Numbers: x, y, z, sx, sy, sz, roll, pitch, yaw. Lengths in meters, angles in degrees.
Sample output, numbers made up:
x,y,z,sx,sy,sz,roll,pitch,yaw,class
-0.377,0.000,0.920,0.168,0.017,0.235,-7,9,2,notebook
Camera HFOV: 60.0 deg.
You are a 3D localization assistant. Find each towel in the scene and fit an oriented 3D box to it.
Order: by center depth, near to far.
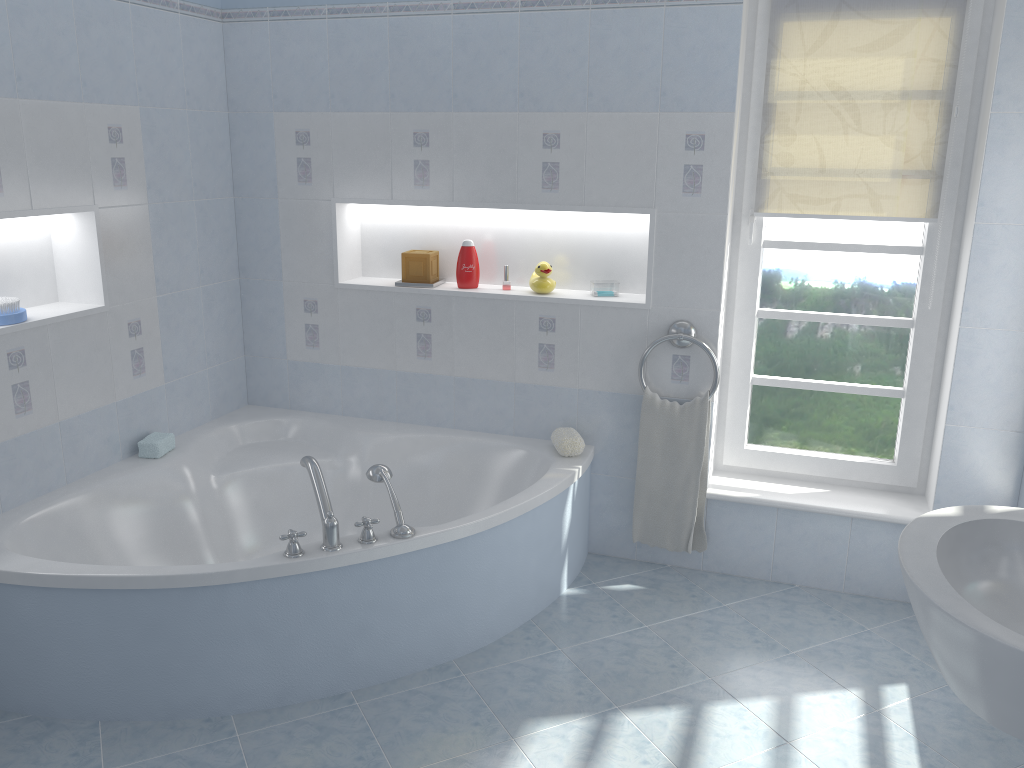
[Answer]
x,y,z,sx,sy,sz,roll,pitch,yaw,class
0.594,0.319,3.258,0.280,0.635,0.083,6,16,18,towel

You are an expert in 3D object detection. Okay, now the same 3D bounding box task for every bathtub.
x,y,z,sx,sy,sz,roll,pitch,yaw,class
-0.678,0.477,2.961,1.596,0.670,1.578,6,16,18,bathtub

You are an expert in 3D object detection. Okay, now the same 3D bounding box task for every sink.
x,y,z,sx,sy,sz,roll,pitch,yaw,class
0.953,0.427,1.553,0.533,0.489,0.634,6,16,18,sink

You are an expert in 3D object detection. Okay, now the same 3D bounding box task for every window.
x,y,z,sx,sy,sz,roll,pitch,yaw,class
1.162,-0.625,3.089,0.758,2.067,0.142,6,16,18,window

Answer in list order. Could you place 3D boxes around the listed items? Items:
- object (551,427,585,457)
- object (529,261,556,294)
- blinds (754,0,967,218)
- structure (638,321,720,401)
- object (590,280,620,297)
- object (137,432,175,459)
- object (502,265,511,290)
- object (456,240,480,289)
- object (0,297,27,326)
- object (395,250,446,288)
x,y,z,sx,sy,sz,roll,pitch,yaw,class
0.208,0.215,3.307,0.105,0.077,0.165,-2,15,-10,object
0.115,-0.407,3.376,0.095,0.122,0.132,-4,16,-16,object
1.145,-1.063,2.917,0.598,1.032,0.046,6,16,18,blinds
0.600,-0.060,3.180,0.291,0.332,0.051,6,16,18,structure
0.350,-0.359,3.341,0.102,0.053,0.072,-1,15,-6,object
-1.298,0.223,3.240,0.081,0.059,0.128,2,15,5,object
-0.021,-0.413,3.443,0.030,0.096,0.030,-2,15,-10,object
-0.172,-0.466,3.456,0.092,0.190,0.044,-1,15,-7,object
-1.686,-0.186,2.573,0.172,0.065,0.534,10,18,32,object
-0.366,-0.464,3.544,0.160,0.130,0.160,4,15,13,object
